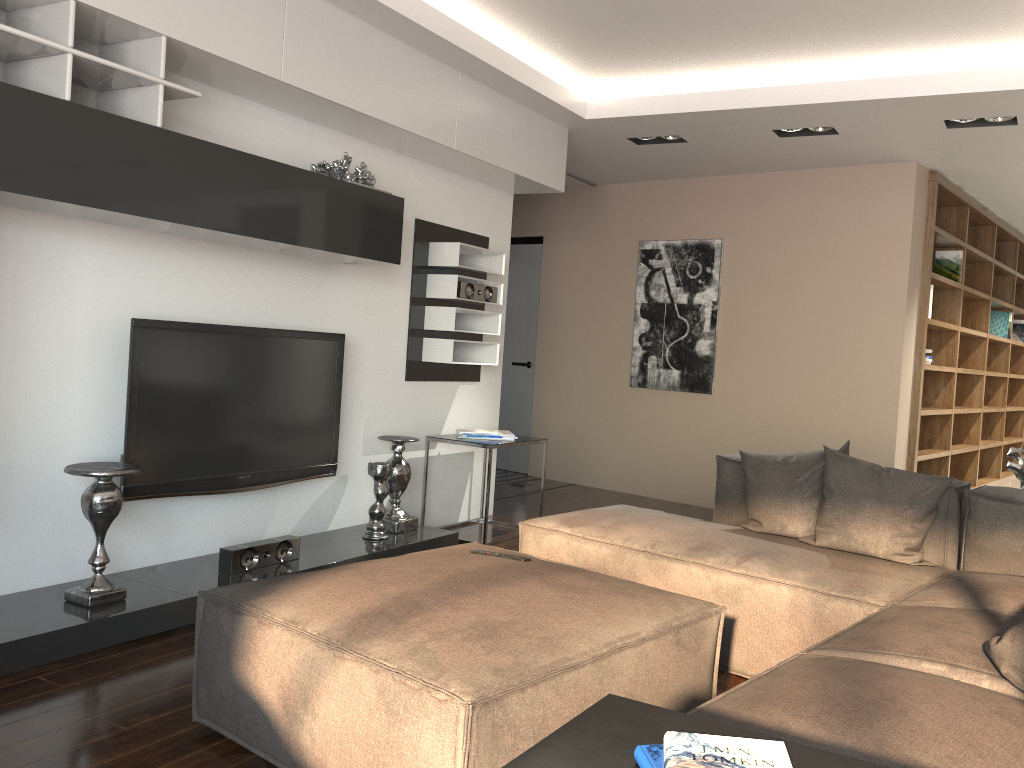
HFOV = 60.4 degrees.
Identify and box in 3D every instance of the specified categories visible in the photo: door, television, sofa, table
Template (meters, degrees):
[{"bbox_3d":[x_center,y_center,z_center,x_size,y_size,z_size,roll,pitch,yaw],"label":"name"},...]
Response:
[{"bbox_3d":[-0.114,-0.281,8.019,0.948,2.092,0.162,5,2,39],"label":"door"},{"bbox_3d":[-1.193,0.106,3.817,0.138,0.714,1.153,5,2,32],"label":"television"},{"bbox_3d":[0.883,0.689,2.721,2.591,0.703,2.619,6,3,40],"label":"sofa"},{"bbox_3d":[-0.155,0.595,5.179,0.430,0.563,0.629,5,2,31],"label":"table"},{"bbox_3d":[0.261,0.786,1.045,0.574,0.563,0.471,5,2,30],"label":"table"}]

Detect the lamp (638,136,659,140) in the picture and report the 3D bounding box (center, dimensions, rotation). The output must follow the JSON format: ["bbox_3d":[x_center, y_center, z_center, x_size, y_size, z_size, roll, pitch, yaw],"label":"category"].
[{"bbox_3d":[0.867,-1.625,5.719,0.168,0.077,0.186,5,3,36],"label":"lamp"}]

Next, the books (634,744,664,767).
[{"bbox_3d":[0.254,0.491,1.052,0.166,0.023,0.227,4,2,-10],"label":"books"}]

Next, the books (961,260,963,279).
[{"bbox_3d":[3.383,-0.896,6.787,0.168,0.251,0.025,5,2,39],"label":"books"}]

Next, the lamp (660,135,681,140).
[{"bbox_3d":[1.018,-1.612,5.638,0.170,0.077,0.184,5,2,25],"label":"lamp"}]

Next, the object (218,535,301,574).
[{"bbox_3d":[-1.058,0.714,3.708,0.069,0.094,0.377,5,2,32],"label":"object"}]

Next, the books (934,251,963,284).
[{"bbox_3d":[3.344,-0.895,6.743,0.182,0.248,0.045,5,2,39],"label":"books"}]

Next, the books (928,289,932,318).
[{"bbox_3d":[2.853,-0.564,6.160,0.147,0.205,0.022,5,2,39],"label":"books"}]

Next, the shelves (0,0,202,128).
[{"bbox_3d":[-1.858,-0.433,2.453,0.362,1.600,2.012,5,2,32],"label":"shelves"}]

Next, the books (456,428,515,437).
[{"bbox_3d":[-0.158,0.286,5.169,0.326,0.011,0.247,3,2,-11],"label":"books"}]

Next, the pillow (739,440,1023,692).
[{"bbox_3d":[1.558,0.478,2.823,1.072,0.430,2.070,4,2,-6],"label":"pillow"}]

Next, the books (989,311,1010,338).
[{"bbox_3d":[4.547,-0.557,8.240,0.190,0.260,0.015,5,2,39],"label":"books"}]

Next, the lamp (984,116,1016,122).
[{"bbox_3d":[2.641,-1.466,4.762,0.179,0.077,0.175,4,2,-5],"label":"lamp"}]

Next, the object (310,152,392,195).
[{"bbox_3d":[-0.776,-0.995,4.147,0.309,0.177,0.337,5,2,30],"label":"object"}]

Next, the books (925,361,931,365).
[{"bbox_3d":[2.911,-0.154,6.328,0.152,0.022,0.209,4,2,11],"label":"books"}]

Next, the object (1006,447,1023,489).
[{"bbox_3d":[2.274,0.389,3.832,0.285,0.287,0.284,4,2,0],"label":"object"}]

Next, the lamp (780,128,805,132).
[{"bbox_3d":[1.673,-1.553,5.284,0.168,0.077,0.186,5,3,36],"label":"lamp"}]

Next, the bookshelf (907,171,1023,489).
[{"bbox_3d":[4.891,-0.164,8.716,0.275,2.489,6.903,5,2,40],"label":"bookshelf"}]

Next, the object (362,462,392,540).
[{"bbox_3d":[-0.665,0.578,4.364,0.118,0.371,0.127,4,1,24],"label":"object"}]

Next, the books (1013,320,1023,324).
[{"bbox_3d":[5.188,-0.532,8.979,0.165,0.243,0.020,5,2,39],"label":"books"}]

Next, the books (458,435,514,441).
[{"bbox_3d":[-0.152,0.308,5.158,0.323,0.011,0.249,4,2,-6],"label":"books"}]

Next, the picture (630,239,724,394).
[{"bbox_3d":[1.264,-0.531,6.812,0.713,1.165,0.030,5,2,39],"label":"picture"}]

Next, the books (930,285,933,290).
[{"bbox_3d":[2.894,-0.583,6.249,0.165,0.243,0.020,5,2,39],"label":"books"}]

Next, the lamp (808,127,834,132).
[{"bbox_3d":[1.825,-1.539,5.203,0.170,0.077,0.184,5,2,25],"label":"lamp"}]

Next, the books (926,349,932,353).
[{"bbox_3d":[2.917,-0.239,6.325,0.152,0.020,0.209,4,2,11],"label":"books"}]

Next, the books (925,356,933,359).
[{"bbox_3d":[2.903,-0.196,6.316,0.154,0.023,0.244,6,3,41],"label":"books"}]

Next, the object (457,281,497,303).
[{"bbox_3d":[-0.219,-0.535,5.136,0.069,0.094,0.377,5,2,32],"label":"object"}]

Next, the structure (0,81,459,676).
[{"bbox_3d":[-1.224,-0.024,3.437,0.458,1.766,3.020,5,2,32],"label":"structure"}]

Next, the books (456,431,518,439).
[{"bbox_3d":[-0.151,0.297,5.167,0.329,0.011,0.245,3,2,-16],"label":"books"}]

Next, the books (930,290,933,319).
[{"bbox_3d":[2.893,-0.564,6.224,0.147,0.205,0.022,5,2,39],"label":"books"}]

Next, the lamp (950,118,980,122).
[{"bbox_3d":[2.489,-1.479,4.844,0.168,0.077,0.186,5,3,36],"label":"lamp"}]

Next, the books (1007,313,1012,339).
[{"bbox_3d":[4.576,-0.548,8.245,0.183,0.245,0.029,5,2,39],"label":"books"}]

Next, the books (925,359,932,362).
[{"bbox_3d":[2.906,-0.174,6.309,0.167,0.019,0.255,5,3,31],"label":"books"}]

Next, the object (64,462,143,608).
[{"bbox_3d":[-1.444,0.523,3.087,0.231,0.474,0.248,4,2,22],"label":"object"}]

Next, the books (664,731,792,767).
[{"bbox_3d":[0.257,0.469,1.037,0.153,0.022,0.207,4,2,7],"label":"books"}]

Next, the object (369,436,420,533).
[{"bbox_3d":[-0.608,0.518,4.593,0.212,0.481,0.227,4,2,24],"label":"object"}]

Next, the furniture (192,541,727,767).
[{"bbox_3d":[-0.122,0.759,2.488,1.036,0.439,1.156,6,3,40],"label":"furniture"}]

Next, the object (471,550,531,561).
[{"bbox_3d":[-0.037,0.551,2.828,0.198,0.015,0.053,5,2,28],"label":"object"}]

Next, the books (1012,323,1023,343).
[{"bbox_3d":[5.175,-0.514,8.962,0.147,0.205,0.023,5,2,39],"label":"books"}]
